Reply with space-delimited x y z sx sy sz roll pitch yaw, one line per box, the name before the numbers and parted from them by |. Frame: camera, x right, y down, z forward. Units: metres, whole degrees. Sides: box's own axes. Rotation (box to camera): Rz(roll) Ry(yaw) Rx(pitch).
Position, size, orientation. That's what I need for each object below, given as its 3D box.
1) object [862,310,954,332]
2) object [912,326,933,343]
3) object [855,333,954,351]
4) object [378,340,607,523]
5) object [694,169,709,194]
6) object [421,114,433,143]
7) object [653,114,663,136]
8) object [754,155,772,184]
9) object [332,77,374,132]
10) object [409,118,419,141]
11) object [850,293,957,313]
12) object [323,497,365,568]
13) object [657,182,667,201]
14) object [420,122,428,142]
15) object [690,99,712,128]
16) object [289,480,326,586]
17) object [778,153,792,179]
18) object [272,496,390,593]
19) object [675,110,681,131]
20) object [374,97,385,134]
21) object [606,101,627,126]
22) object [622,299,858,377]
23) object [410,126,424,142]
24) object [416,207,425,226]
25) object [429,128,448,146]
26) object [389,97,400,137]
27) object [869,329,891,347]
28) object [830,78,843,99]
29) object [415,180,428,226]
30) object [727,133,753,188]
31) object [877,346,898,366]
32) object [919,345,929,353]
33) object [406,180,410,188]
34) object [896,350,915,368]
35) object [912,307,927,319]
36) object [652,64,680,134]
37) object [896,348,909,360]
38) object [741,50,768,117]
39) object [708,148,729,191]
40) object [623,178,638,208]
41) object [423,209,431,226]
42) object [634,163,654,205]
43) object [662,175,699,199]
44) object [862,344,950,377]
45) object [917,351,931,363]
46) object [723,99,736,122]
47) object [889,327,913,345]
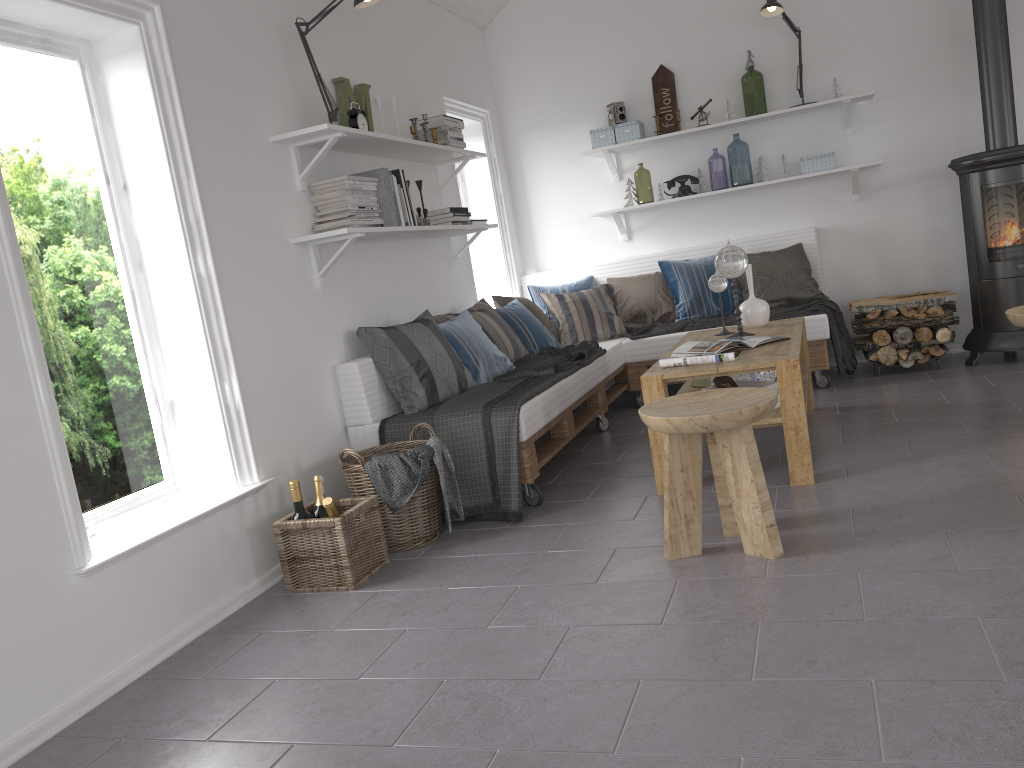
object | 2.302 -0.364 5.171 0.480 0.104 0.126 -7 8 21
object | 2.436 -0.322 5.338 0.102 0.102 0.561 -7 8 19
object | 2.352 -0.251 5.324 0.539 0.070 0.101 -7 8 21
object | 0.019 0.154 4.415 0.685 0.533 1.892 -7 8 19
object | 1.240 -1.338 5.843 0.127 0.176 0.007 -6 8 25
object | -0.432 -1.293 4.522 0.066 0.160 0.066 -9 8 6
object | 0.958 -1.693 5.813 0.085 0.152 0.085 -2 10 43
object | 1.610 -1.382 5.705 0.103 0.178 0.097 -12 8 -17
object | -0.740 -1.274 4.202 0.052 0.311 0.330 -7 8 20
object | -0.489 -1.277 4.503 0.055 0.153 0.055 -10 7 -3
object | 2.284 -0.474 5.187 0.571 0.079 0.115 -7 8 20
object | -0.601 0.530 3.138 0.095 0.332 0.284 -10 7 -1
object | 0.978 -1.265 5.827 0.072 0.124 0.068 -9 7 4
object | -0.456 -1.309 4.700 0.055 0.153 0.055 -11 8 -12
object | 1.228 -1.738 5.742 0.092 0.172 0.177 -11 8 -12
object | -0.734 0.525 3.134 0.095 0.377 0.095 -15 9 -34
object | 1.725 -1.383 5.633 0.088 0.161 0.093 -5 9 29
object | -0.642 0.577 3.181 0.276 0.270 0.276 -7 8 20
object | 1.090 -1.709 5.784 0.052 0.148 0.052 -12 8 -18
object | -0.646 -1.292 4.420 0.084 0.256 0.084 -11 8 -11
object | 0.710 -1.803 5.934 0.121 0.157 0.117 -12 8 -20
object | 1.378 -0.215 5.555 1.449 0.508 0.716 -8 8 9
object | -0.483 -1.224 4.357 0.088 0.085 0.088 -3 10 42
object | -0.467 -0.842 4.517 0.032 0.117 0.058 -5 9 31
object | -0.402 -1.280 4.619 0.124 0.100 0.124 -3 10 42
object | -0.579 -1.311 4.473 0.084 0.256 0.084 -11 8 -11
object | 2.239 -0.311 5.432 0.103 0.107 0.516 -7 8 18
object | 1.992 -1.813 5.456 0.072 0.142 0.073 -15 9 -37
object | -0.463 -0.929 4.623 0.085 0.259 0.085 -11 8 -11
object | 1.456 -1.433 5.679 0.137 0.335 0.137 -8 8 9
object | 2.298 -0.201 5.434 0.118 0.142 0.520 -6 8 23
object | 2.458 -0.234 5.334 0.046 0.033 0.425 -7 8 20
object | -0.520 -0.909 4.544 0.085 0.259 0.085 -11 8 -11
object | 2.379 -0.175 5.386 0.095 0.063 0.562 -7 8 20
object | 2.404 -0.437 5.279 0.059 0.048 0.529 -7 8 20
object | 1.018 -1.878 5.886 0.154 0.480 0.053 -6 8 25
object | 2.351 -0.209 5.376 0.057 0.050 0.561 -7 8 20
object | 1.517 -1.892 5.590 0.136 0.415 0.136 -15 9 -37
object | 1.331 -1.386 5.737 0.111 0.270 0.111 -4 9 38
object | 0.798 -1.287 5.945 0.113 0.195 0.107 -6 8 26
object | -0.431 -0.834 4.473 0.032 0.102 0.058 -8 8 15
object | 0.873 -1.330 5.892 0.111 0.270 0.111 -4 9 38
object | 1.114 -1.300 5.846 0.203 0.146 0.171 -2 10 43
object | 2.392 -0.162 5.406 0.456 0.118 0.478 -7 8 20
object | 2.477 -0.195 5.368 0.096 0.067 0.467 -7 8 20
object | 1.378 -1.737 5.638 0.075 0.147 0.075 -11 8 -13
object | 2.338 -0.321 5.371 0.110 0.109 0.463 -7 8 18
